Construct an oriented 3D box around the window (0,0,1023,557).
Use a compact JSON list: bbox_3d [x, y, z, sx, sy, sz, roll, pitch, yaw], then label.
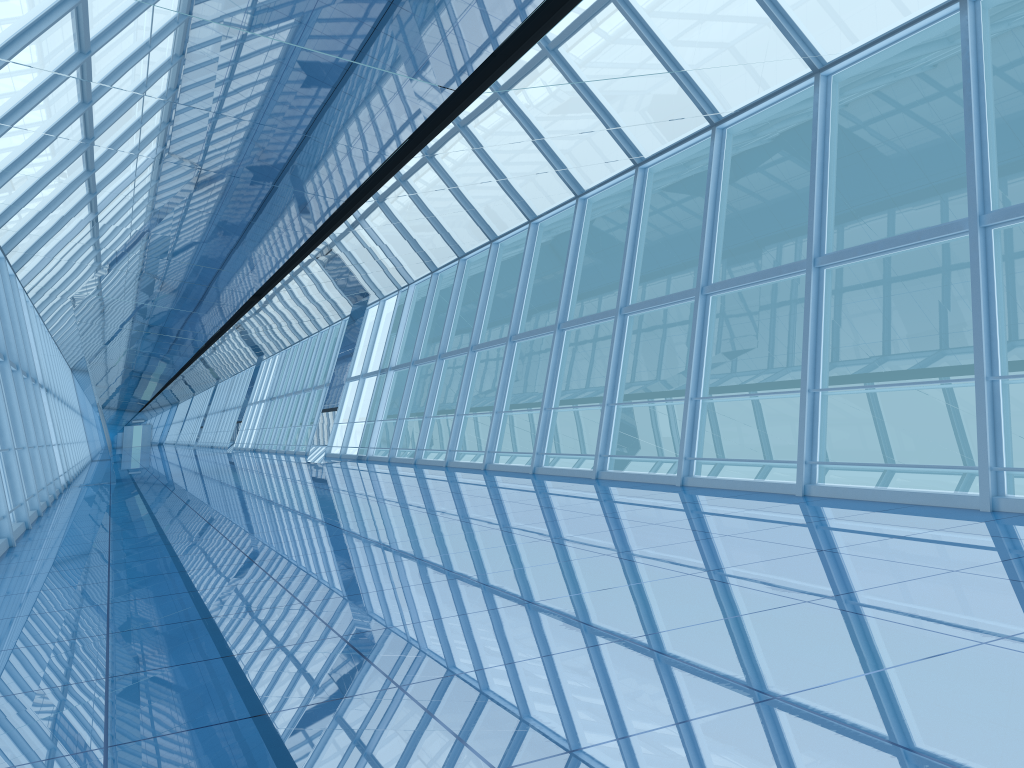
[{"bbox_3d":[-18.743,1.375,45.842,9.909,4.964,105.280,-2,-3,-25],"label":"window"}]
